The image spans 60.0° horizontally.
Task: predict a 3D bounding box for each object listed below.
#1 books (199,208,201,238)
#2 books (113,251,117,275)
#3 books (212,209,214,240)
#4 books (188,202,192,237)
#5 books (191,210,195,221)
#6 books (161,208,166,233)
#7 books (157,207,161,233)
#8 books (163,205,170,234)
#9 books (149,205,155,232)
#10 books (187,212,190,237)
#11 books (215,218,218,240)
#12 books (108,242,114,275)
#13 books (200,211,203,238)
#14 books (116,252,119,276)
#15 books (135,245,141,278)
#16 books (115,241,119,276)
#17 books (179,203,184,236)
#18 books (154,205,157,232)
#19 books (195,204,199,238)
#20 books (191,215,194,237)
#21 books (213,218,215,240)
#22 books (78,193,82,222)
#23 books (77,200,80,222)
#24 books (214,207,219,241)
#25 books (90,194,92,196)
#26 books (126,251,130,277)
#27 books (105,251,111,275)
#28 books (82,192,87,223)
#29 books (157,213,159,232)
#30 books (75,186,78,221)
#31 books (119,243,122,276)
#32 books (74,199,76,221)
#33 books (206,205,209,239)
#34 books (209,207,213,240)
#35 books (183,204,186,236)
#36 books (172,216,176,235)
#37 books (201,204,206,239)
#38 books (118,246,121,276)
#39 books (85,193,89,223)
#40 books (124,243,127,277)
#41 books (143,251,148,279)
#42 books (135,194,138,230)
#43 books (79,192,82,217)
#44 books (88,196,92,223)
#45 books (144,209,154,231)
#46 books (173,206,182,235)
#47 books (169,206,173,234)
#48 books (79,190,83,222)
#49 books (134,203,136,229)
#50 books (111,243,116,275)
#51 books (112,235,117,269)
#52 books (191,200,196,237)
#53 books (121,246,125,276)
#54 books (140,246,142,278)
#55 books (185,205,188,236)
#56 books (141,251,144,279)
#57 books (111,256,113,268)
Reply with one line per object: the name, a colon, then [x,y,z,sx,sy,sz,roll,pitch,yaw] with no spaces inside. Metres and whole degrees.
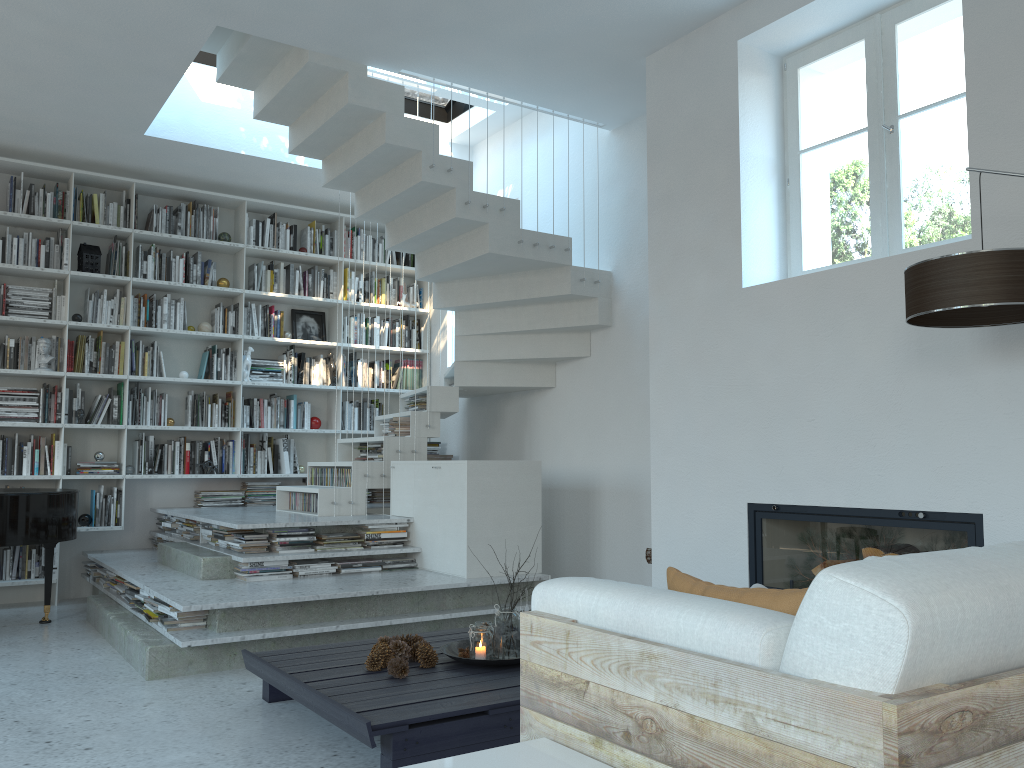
books: [-2.525,-1.256,7.113,0.008,0.274,0.163,3,-5,-33]
books: [-3.036,-0.893,6.748,0.024,0.217,0.169,3,-6,-33]
books: [-2.435,-1.255,7.155,0.008,0.278,0.180,3,-6,-33]
books: [-2.583,-1.279,7.070,0.006,0.312,0.179,3,-5,-33]
books: [-2.562,-1.247,7.081,0.008,0.250,0.170,3,-6,-33]
books: [-2.753,-1.246,6.962,0.028,0.226,0.163,3,-6,-33]
books: [-2.770,-1.250,6.934,0.013,0.229,0.174,3,-6,-33]
books: [-2.728,-1.259,6.978,0.030,0.255,0.161,3,-6,-33]
books: [-2.808,-1.259,6.915,0.009,0.244,0.173,3,-6,-33]
books: [-2.590,-1.240,7.056,0.018,0.231,0.160,3,-6,-33]
books: [-2.413,-1.218,7.172,0.014,0.208,0.188,3,-6,-33]
books: [-3.045,-0.925,6.710,0.021,0.272,0.190,3,-6,-33]
books: [-2.511,-1.244,7.121,0.024,0.252,0.150,3,-6,-33]
books: [-3.015,-0.889,6.759,0.013,0.210,0.140,3,-6,-33]
books: [-2.885,-0.918,6.837,0.012,0.285,0.159,3,-5,-33]
books: [-3.016,-0.930,6.739,0.021,0.288,0.179,3,-6,-33]
books: [-2.639,-1.272,7.041,0.024,0.292,0.167,3,-5,-33]
books: [-2.805,-1.258,6.927,0.011,0.244,0.172,3,-6,-33]
books: [-2.537,-1.272,7.078,0.015,0.299,0.183,3,-6,-33]
books: [-2.564,-1.224,7.059,0.018,0.200,0.188,3,-6,-33]
books: [-2.431,-1.221,7.171,0.018,0.214,0.157,3,-6,-33]
books: [-3.231,-1.284,6.617,0.007,0.239,0.191,3,-6,-33]
books: [-3.254,-1.259,6.630,0.015,0.192,0.160,3,-6,-33]
books: [-2.405,-1.266,7.182,0.006,0.306,0.163,3,-5,-33]
books: [-3.191,-1.289,6.695,0.007,0.264,0.133,3,-5,-33]
books: [-2.950,-0.890,6.774,0.008,0.213,0.224,3,-6,-33]
books: [-3.069,-0.893,6.731,0.019,0.213,0.156,3,-6,-33]
books: [-3.213,-1.292,6.650,0.034,0.260,0.157,3,-6,-33]
books: [-2.786,-1.227,6.937,0.009,0.183,0.160,3,-6,-33]
books: [-3.260,-1.313,6.622,0.007,0.298,0.181,3,-6,-33]
books: [-3.010,-0.926,6.787,0.013,0.288,0.131,3,-5,-33]
books: [-3.279,-1.265,6.627,0.016,0.204,0.143,3,-6,-33]
books: [-2.476,-1.275,7.171,0.008,0.321,0.133,3,-5,-33]
books: [-2.447,-1.264,7.155,0.013,0.296,0.188,3,-6,-33]
books: [-2.629,-1.271,7.062,0.017,0.295,0.139,3,-5,-33]
books: [-2.695,-1.223,7.021,0.031,0.190,0.132,3,-6,-33]
books: [-2.493,-1.271,7.124,0.008,0.306,0.183,3,-6,-33]
books: [-3.002,-0.912,6.757,0.005,0.254,0.159,3,-6,-33]
books: [-3.199,-1.290,6.668,0.008,0.262,0.142,3,-5,-33]
books: [-2.974,-0.926,6.801,0.005,0.291,0.130,3,-5,-33]
books: [-2.855,-0.895,6.866,0.026,0.243,0.148,3,-6,-33]
books: [-2.910,-1.296,6.838,0.019,0.304,0.176,3,-5,-33]
books: [-3.234,-1.292,6.634,0.006,0.259,0.166,3,-6,-33]
books: [-3.180,-1.277,6.659,0.015,0.233,0.171,3,-6,-33]
books: [-2.828,-1.241,6.893,0.046,0.206,0.183,3,-6,-33]
books: [-2.648,-1.258,7.006,0.028,0.258,0.185,3,-6,-33]
books: [-2.707,-1.258,6.994,0.021,0.256,0.169,3,-6,-33]
books: [-3.235,-1.301,6.647,0.007,0.279,0.150,3,-5,-33]
books: [-2.932,-1.259,6.830,0.033,0.229,0.175,3,-6,-33]
books: [-3.039,-0.923,6.731,0.022,0.271,0.181,3,-6,-33]
books: [-3.040,-0.955,6.750,0.025,0.339,0.143,3,-5,-33]
books: [-2.555,-1.286,7.087,0.007,0.329,0.183,3,-5,-33]
books: [-2.976,-0.908,6.758,0.013,0.248,0.186,3,-6,-33]
books: [-2.886,-0.914,6.860,0.011,0.279,0.133,3,-5,-33]
books: [-2.611,-1.266,7.067,0.007,0.285,0.159,3,-5,-33]
books: [-2.874,-0.893,6.860,0.012,0.239,0.139,3,-5,-33]
books: [-3.062,-0.885,6.744,0.022,0.199,0.143,3,-6,-33]
